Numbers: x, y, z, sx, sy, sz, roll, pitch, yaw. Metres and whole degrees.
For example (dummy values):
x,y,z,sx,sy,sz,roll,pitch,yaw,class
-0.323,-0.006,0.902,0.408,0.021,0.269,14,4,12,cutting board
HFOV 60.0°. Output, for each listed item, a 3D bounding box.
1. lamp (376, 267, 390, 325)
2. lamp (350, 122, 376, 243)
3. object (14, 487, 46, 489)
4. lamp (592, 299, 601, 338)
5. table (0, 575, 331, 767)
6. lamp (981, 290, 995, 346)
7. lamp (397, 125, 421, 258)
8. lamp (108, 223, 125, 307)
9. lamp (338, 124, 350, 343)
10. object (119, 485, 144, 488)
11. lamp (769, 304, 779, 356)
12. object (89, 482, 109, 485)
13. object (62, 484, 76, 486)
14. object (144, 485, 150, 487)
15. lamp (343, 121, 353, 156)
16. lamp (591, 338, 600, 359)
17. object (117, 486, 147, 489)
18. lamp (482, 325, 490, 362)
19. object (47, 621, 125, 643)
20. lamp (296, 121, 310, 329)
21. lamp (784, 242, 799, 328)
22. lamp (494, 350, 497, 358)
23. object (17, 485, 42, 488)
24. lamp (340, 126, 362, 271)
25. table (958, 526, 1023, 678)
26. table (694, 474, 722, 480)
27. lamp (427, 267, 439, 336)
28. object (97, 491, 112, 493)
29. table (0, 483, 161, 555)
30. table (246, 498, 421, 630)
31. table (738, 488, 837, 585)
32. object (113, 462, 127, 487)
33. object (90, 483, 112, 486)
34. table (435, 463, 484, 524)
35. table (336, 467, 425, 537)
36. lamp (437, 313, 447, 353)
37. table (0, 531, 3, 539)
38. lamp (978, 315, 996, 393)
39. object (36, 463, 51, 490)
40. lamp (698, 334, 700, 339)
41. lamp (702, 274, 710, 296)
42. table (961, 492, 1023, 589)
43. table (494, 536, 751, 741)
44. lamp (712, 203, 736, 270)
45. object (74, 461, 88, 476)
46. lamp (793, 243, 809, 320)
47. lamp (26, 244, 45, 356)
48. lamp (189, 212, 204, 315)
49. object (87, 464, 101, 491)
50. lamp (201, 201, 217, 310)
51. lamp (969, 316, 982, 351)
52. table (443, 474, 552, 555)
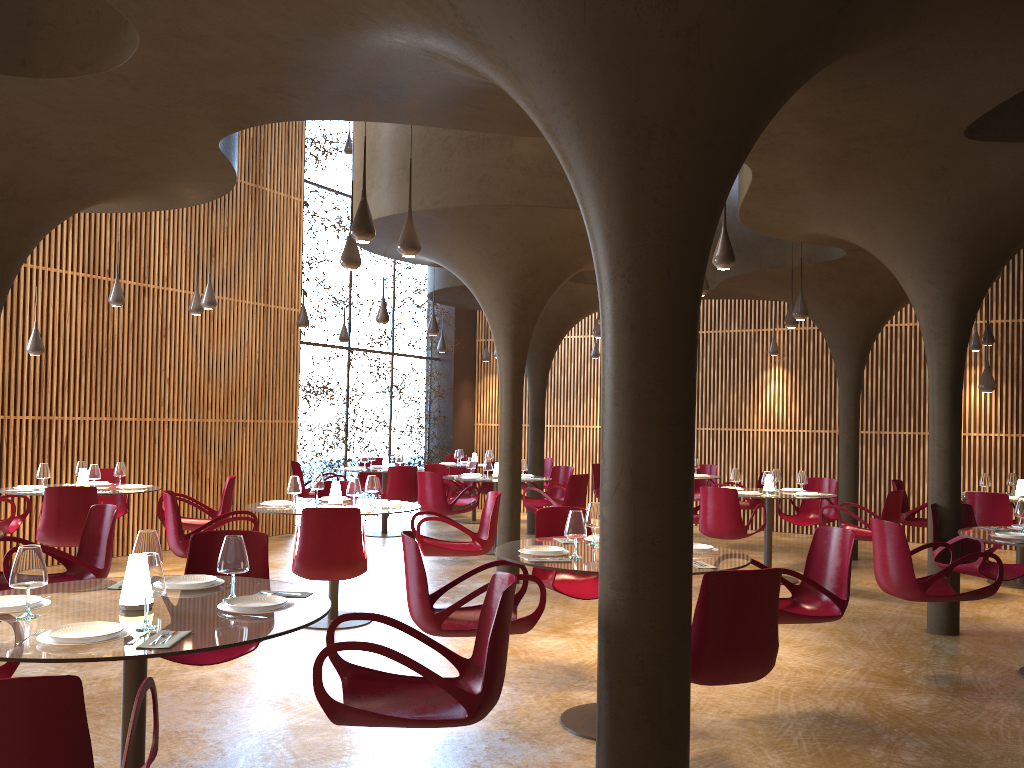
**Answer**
x,y,z,sx,sy,sz,roll,pitch,yaw,class
-1.764,-3.976,12.548,0.196,6.273,0.196,1,-1,-15,lamp
-1.075,-4.216,6.802,0.196,6.273,0.196,2,-1,-25,lamp
-5.402,1.167,9.946,0.332,0.014,0.332,0,-3,23,object
1.409,-3.857,13.899,0.196,6.273,0.196,2,-1,-25,lamp
-1.656,1.546,3.876,1.672,1.130,1.673,1,-2,-1,table
7.528,-3.739,13.965,0.196,6.273,0.196,2,-1,-45,lamp
-0.789,-4.186,7.349,0.196,6.273,0.196,0,-1,35,lamp
-4.856,-4.099,11.070,0.196,6.273,0.196,0,-1,38,lamp
-2.904,-3.860,15.676,0.196,6.273,0.196,2,-1,-35,lamp
-4.410,1.191,10.282,0.263,0.029,0.263,3,-3,-41,object
4.971,-3.668,16.677,0.196,6.273,0.196,2,-1,-45,lamp
-4.984,1.196,10.652,0.263,0.029,0.263,-1,-3,33,object
-5.276,1.204,10.573,0.126,0.017,0.262,2,-3,-19,object
-4.440,1.220,10.582,0.262,0.017,0.126,1,-3,-9,object
-2.856,-5.519,15.678,0.196,2.960,0.196,2,-1,-25,lamp
1.771,-3.658,18.267,0.196,6.273,0.196,2,-1,-45,lamp
-4.411,1.200,10.281,0.332,0.014,0.332,3,-3,-35,object
-0.522,-3.633,19.812,0.196,6.273,0.196,2,-1,-35,lamp
-1.603,0.938,3.339,0.263,0.029,0.263,0,-3,21,object
-3.061,-3.968,13.283,0.196,6.273,0.196,1,-1,5,lamp
3.831,-3.894,12.019,0.196,6.273,0.196,2,-1,-25,lamp
-0.230,-3.680,18.627,0.196,6.273,0.196,2,-1,-35,lamp
-5.402,1.157,9.946,0.263,0.029,0.263,2,-3,-22,object
-1.399,-4.166,8.063,0.196,6.273,0.196,0,-1,35,lamp
4.497,1.802,7.092,1.672,1.130,1.673,1,-2,-2,table
2.696,2.119,15.070,1.672,1.130,1.673,-1,-3,40,table
-1.187,-3.900,14.024,0.196,6.273,0.196,1,-1,-15,lamp
-4.443,1.180,9.663,0.126,0.017,0.262,2,-3,-14,object
-4.915,1.759,10.118,1.672,1.130,1.673,2,-2,-14,table
-1.741,1.755,8.681,1.672,1.130,1.673,1,-2,-6,table
3.322,1.974,11.494,1.673,1.130,1.672,3,-3,-40,table
-4.603,1.065,10.412,0.142,0.295,0.142,0,-2,35,object
-4.985,1.206,10.652,0.332,0.014,0.332,1,-3,4,object
-0.752,2.163,17.542,1.672,1.130,1.673,2,-2,-18,table
-2.196,2.038,15.313,1.672,1.130,1.673,2,-2,-18,table
-1.312,-3.753,17.426,0.196,6.273,0.196,2,-1,-35,lamp
-4.303,1.580,5.793,1.673,1.130,1.672,3,-3,-37,table
5.892,-3.030,10.939,0.196,6.273,0.196,1,-1,-15,lamp
-5.197,1.029,9.833,0.142,0.295,0.142,0,-1,31,object
2.953,-3.816,14.177,0.196,6.273,0.196,2,-1,-45,lamp
2.004,-4.051,9.237,0.196,6.273,0.196,2,-1,-25,lamp
6.595,2.035,11.492,1.673,1.130,1.672,3,-3,-40,table
0.709,1.677,5.863,1.672,1.130,1.673,1,-2,-9,table
1.877,-4.122,7.663,0.196,6.273,0.196,1,-1,15,lamp
-5.076,1.058,10.441,0.142,0.295,0.142,2,-2,-42,object
3.666,-3.936,11.132,0.196,6.273,0.196,2,-1,-25,lamp
-5.561,-3.471,10.504,0.196,6.273,0.196,1,-1,5,lamp
-4.129,-4.053,11.808,0.196,6.273,0.196,0,-1,38,lamp
-4.628,1.039,9.814,0.142,0.295,0.142,2,-2,-38,object
-3.741,-4.074,11.167,0.196,6.273,0.196,2,-1,-32,lamp
7.847,-3.690,14.940,0.196,6.273,0.196,2,-1,-35,lamp
-0.237,1.997,13.549,1.673,1.130,1.672,3,-3,-40,table
